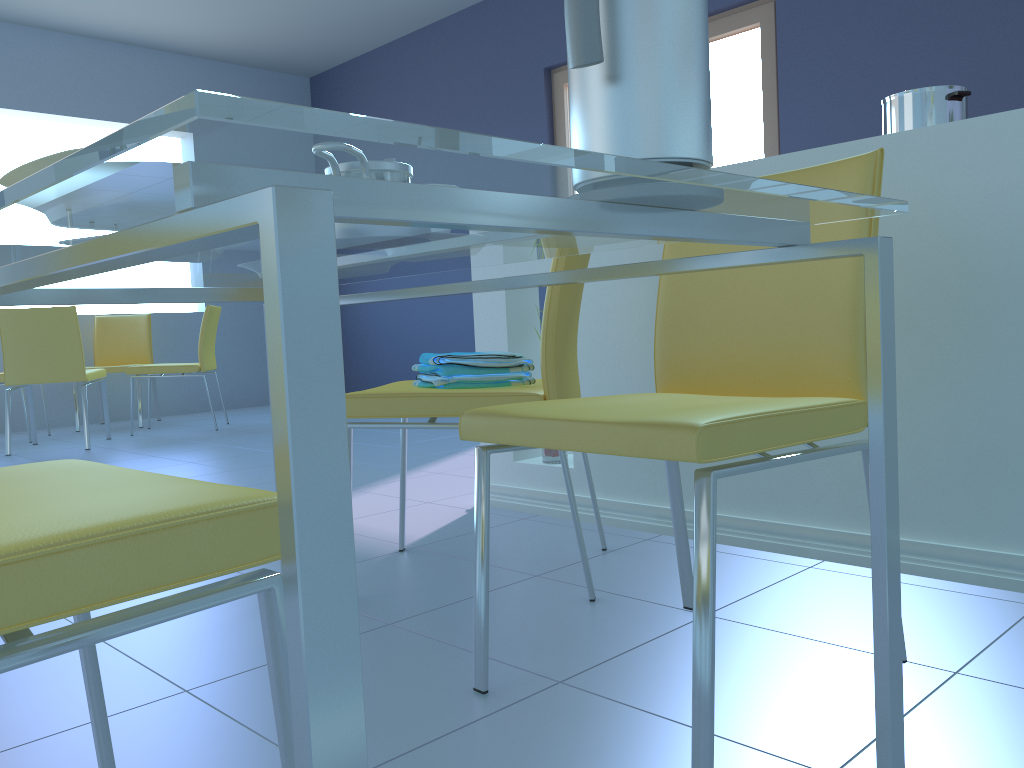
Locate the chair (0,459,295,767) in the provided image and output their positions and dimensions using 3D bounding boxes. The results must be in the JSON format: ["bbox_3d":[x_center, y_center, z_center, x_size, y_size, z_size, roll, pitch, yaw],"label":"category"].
[{"bbox_3d":[-0.442,0.118,0.567,0.387,0.695,0.484,1,5,43],"label":"chair"}]

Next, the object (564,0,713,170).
[{"bbox_3d":[0.105,-0.270,0.735,0.132,0.222,0.146,-3,4,-2],"label":"object"}]

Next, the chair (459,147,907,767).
[{"bbox_3d":[0.237,0.046,1.189,0.484,0.695,0.387,-6,5,-41],"label":"chair"}]

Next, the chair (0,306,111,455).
[{"bbox_3d":[-2.295,-0.031,4.452,0.387,0.695,0.484,-4,4,-13],"label":"chair"}]

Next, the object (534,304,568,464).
[{"bbox_3d":[0.101,-0.006,2.312,0.067,0.423,0.229,-4,4,-13],"label":"object"}]

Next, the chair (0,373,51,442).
[{"bbox_3d":[-2.884,-0.029,4.885,0.484,0.695,0.387,-4,4,-13],"label":"chair"}]

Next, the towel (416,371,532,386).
[{"bbox_3d":[-0.081,-0.016,1.737,0.195,0.024,0.201,-4,4,-19],"label":"towel"}]

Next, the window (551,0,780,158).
[{"bbox_3d":[0.772,-1.193,4.680,0.142,1.263,1.475,-6,5,-44],"label":"window"}]

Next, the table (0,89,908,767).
[{"bbox_3d":[-0.264,0.136,1.061,0.730,0.590,1.173,-6,5,-44],"label":"table"}]

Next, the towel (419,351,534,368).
[{"bbox_3d":[-0.077,-0.048,1.735,0.195,0.033,0.190,-4,4,-18],"label":"towel"}]

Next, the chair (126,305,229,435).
[{"bbox_3d":[-1.902,-0.088,5.074,0.484,0.699,0.387,-3,4,-8],"label":"chair"}]

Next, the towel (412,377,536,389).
[{"bbox_3d":[-0.077,-0.003,1.743,0.195,0.024,0.201,-4,4,-24],"label":"towel"}]

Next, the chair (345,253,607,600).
[{"bbox_3d":[-0.059,0.026,1.747,0.484,0.695,0.387,-2,4,9],"label":"chair"}]

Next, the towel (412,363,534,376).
[{"bbox_3d":[-0.079,-0.032,1.739,0.195,0.027,0.192,-4,4,-23],"label":"towel"}]

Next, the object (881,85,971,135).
[{"bbox_3d":[0.820,-0.518,1.763,0.170,0.106,0.157,-1,4,29],"label":"object"}]

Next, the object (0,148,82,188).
[{"bbox_3d":[-0.257,-0.148,0.687,0.228,0.020,0.228,0,5,43],"label":"object"}]

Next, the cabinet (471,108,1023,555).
[{"bbox_3d":[1.316,-0.141,2.560,2.200,0.800,2.139,-6,5,-44],"label":"cabinet"}]

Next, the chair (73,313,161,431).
[{"bbox_3d":[-2.458,-0.090,5.520,0.387,0.695,0.484,-3,4,-8],"label":"chair"}]
